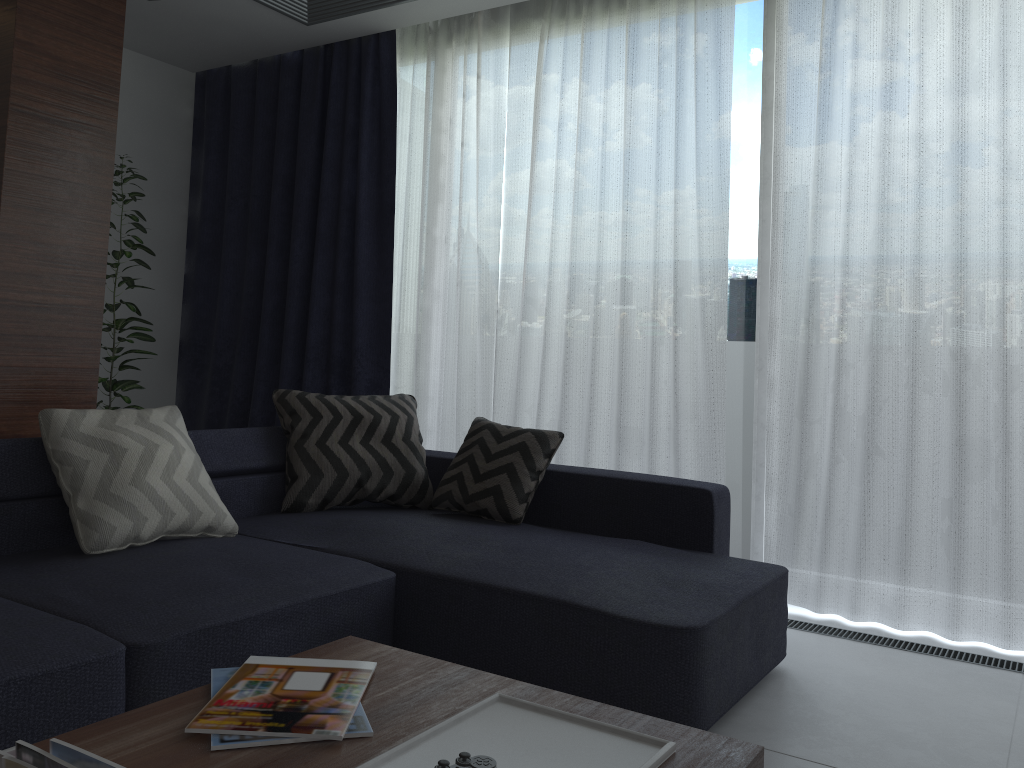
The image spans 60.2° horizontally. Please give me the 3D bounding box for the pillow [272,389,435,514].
[{"bbox_3d":[-0.606,0.292,3.392,0.596,0.521,0.355,3,-2,-27],"label":"pillow"}]

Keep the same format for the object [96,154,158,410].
[{"bbox_3d":[-1.967,-0.226,4.350,0.503,1.854,0.480,2,-4,1],"label":"object"}]

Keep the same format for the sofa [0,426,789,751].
[{"bbox_3d":[-0.607,0.499,2.161,1.901,0.610,2.863,3,1,32],"label":"sofa"}]

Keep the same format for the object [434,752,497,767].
[{"bbox_3d":[-0.069,0.486,1.100,0.112,0.036,0.071,2,1,-45],"label":"object"}]

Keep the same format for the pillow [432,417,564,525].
[{"bbox_3d":[-0.058,0.308,3.231,0.415,0.346,0.285,2,-2,37],"label":"pillow"}]

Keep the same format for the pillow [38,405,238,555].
[{"bbox_3d":[-1.102,0.269,2.611,0.343,0.390,0.493,1,-1,32],"label":"pillow"}]

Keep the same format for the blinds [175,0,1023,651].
[{"bbox_3d":[-0.501,-0.561,1.277,7.141,2.784,5.778,3,0,36],"label":"blinds"}]

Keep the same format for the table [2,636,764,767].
[{"bbox_3d":[-0.196,0.666,1.142,0.806,0.354,0.797,3,0,32],"label":"table"}]
